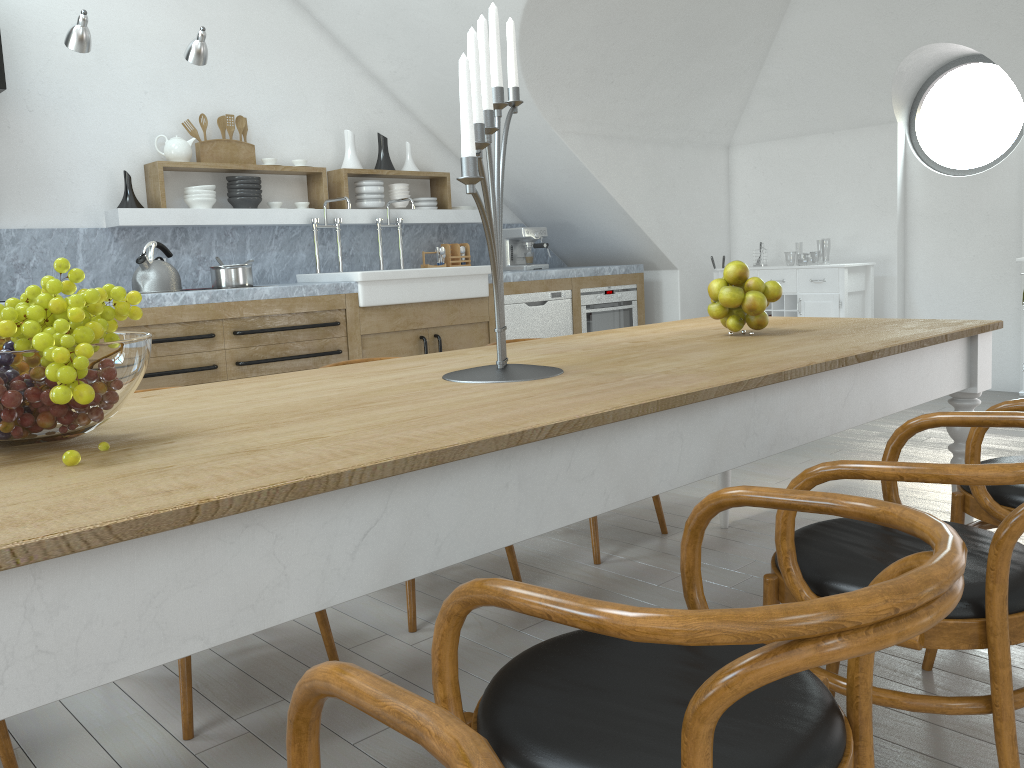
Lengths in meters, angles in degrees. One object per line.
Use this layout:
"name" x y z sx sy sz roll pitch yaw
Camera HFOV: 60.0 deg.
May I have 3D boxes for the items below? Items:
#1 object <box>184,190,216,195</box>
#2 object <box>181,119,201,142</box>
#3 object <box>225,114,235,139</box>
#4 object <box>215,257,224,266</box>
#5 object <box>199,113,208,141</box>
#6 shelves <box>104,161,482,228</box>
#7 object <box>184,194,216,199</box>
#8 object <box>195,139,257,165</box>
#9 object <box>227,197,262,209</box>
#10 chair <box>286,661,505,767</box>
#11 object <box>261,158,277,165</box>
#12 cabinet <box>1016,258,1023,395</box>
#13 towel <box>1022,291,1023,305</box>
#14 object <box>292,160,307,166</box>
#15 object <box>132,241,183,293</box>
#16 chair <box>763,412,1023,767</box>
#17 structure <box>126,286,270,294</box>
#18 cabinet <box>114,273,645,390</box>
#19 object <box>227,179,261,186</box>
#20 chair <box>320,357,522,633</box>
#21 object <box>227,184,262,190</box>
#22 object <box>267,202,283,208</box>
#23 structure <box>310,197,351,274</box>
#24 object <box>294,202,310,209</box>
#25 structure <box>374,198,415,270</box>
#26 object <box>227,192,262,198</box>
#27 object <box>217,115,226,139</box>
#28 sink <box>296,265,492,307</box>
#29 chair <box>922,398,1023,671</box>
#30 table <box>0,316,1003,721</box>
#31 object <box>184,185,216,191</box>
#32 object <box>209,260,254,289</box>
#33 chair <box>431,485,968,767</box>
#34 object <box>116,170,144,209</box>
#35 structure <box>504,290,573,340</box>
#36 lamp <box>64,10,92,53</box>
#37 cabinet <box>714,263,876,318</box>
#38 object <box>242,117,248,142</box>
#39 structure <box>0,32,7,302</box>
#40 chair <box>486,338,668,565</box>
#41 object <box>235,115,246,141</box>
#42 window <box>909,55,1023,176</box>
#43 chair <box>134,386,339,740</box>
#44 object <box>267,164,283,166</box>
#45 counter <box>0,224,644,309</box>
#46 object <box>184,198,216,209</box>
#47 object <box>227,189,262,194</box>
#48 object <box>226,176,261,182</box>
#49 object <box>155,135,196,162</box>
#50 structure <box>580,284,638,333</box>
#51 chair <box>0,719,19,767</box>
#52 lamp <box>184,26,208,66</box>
"object" -1.845 -1.109 5.249 0.181 0.069 0.181 -6 9 -25
"object" -1.858 -1.445 5.276 0.199 0.258 0.016 -7 8 -32
"object" -1.708 -1.485 5.389 0.057 0.298 0.019 -9 9 -42
"object" -1.584 -0.625 4.902 0.236 0.166 0.051 4 9 42
"object" -1.834 -1.467 5.301 0.055 0.298 0.028 -9 9 -42
"shelves" -2.191 -1.533 4.731 0.480 1.357 5.564 3 10 41
"object" -1.846 -1.086 5.250 0.181 0.065 0.182 -3 8 -5
"object" -1.736 -1.403 5.382 0.354 0.157 0.084 -10 10 -42
"object" -1.638 -1.104 5.443 0.206 0.072 0.206 3 9 35
"chair" -0.275 0.616 0.606 0.528 0.732 0.622 -8 9 -39
"object" -1.522 -1.387 5.562 0.098 0.048 0.099 5 11 44
"cabinet" 3.619 -0.409 5.057 0.611 1.150 1.244 -9 9 -42
"towel" 3.229 -0.598 5.531 0.150 0.203 0.049 -9 9 -42
"object" -1.365 -1.414 5.706 0.098 0.048 0.099 5 11 44
"object" -1.851 -0.609 4.600 0.246 0.267 0.246 -7 8 -32
"chair" 0.773 0.426 1.603 0.622 0.732 0.528 4 9 42
"structure" -1.756 -0.489 4.806 0.739 0.041 0.648 -10 11 -42
"cabinet" -1.629 0.034 5.023 6.443 1.018 1.005 -10 10 -42
"object" -1.640 -1.205 5.438 0.205 0.083 0.206 -5 8 -15
"chair" -0.334 0.301 2.867 0.528 0.732 0.622 -8 9 -39
"object" -1.640 -1.180 5.436 0.206 0.072 0.206 3 9 35
"object" -1.498 -1.123 5.602 0.098 0.048 0.099 5 11 44
"structure" -1.088 -0.914 5.648 0.332 0.528 0.215 1 7 28
"object" -1.357 -1.148 5.731 0.098 0.048 0.099 5 11 44
"structure" -0.731 -0.977 5.977 0.332 0.528 0.215 1 7 28
"object" -1.639 -1.130 5.439 0.205 0.086 0.206 -3 8 -5
"object" -1.746 -1.482 5.381 0.040 0.298 0.061 4 9 45
"sink" -0.731 -0.622 5.615 1.023 0.201 0.728 -10 11 -42
"chair" 1.348 0.337 2.039 0.528 0.732 0.622 -8 9 -39
"table" -0.090 0.386 1.926 3.356 0.796 1.020 -10 10 -42
"object" -1.846 -1.138 5.247 0.181 0.076 0.181 -3 8 -5
"object" -1.501 -0.607 4.934 0.232 0.170 0.396 1 9 27
"chair" 0.229 0.519 1.125 0.528 0.732 0.622 -9 9 -42
"object" -2.156 -1.091 4.988 0.156 0.218 0.156 1 8 29
"structure" -0.017 -0.236 6.286 0.726 0.820 0.599 -9 9 -42
"lamp" -2.000 -1.613 4.076 0.115 0.177 0.165 -6 8 -24
"cabinet" 2.036 -0.469 6.493 0.498 0.786 1.136 -9 10 -42
"object" -1.648 -1.499 5.472 0.058 0.293 0.030 -9 9 -42
"structure" -2.908 -1.274 3.899 1.078 1.878 0.781 -9 9 -42
"chair" 0.202 0.208 3.346 0.622 0.732 0.528 4 10 44
"object" -1.663 -1.493 5.434 0.068 0.297 0.039 -9 9 -42
"window" 3.131 -1.829 6.064 0.060 0.897 0.901 -8 9 -42
"chair" -0.826 0.399 2.333 0.622 0.732 0.528 4 10 44
"object" -1.521 -1.364 5.565 0.164 0.012 0.164 -6 9 -25
"counter" -1.629 -0.789 4.999 6.590 0.617 0.963 -10 10 -42
"object" -1.845 -1.063 5.252 0.181 0.063 0.181 -6 8 -20
"object" -1.635 -1.158 5.434 0.205 0.086 0.206 -3 8 0
"object" -1.645 -1.233 5.435 0.206 0.080 0.206 -9 10 -40
"object" -1.957 -1.367 5.167 0.174 0.168 0.168 2 8 31
"structure" 0.535 -0.427 6.781 0.634 0.634 0.631 -9 10 -42
"chair" -1.397 0.489 1.889 0.528 0.732 0.622 -9 9 -42
"lamp" -1.574 -1.691 4.461 0.169 0.176 0.112 3 9 39
